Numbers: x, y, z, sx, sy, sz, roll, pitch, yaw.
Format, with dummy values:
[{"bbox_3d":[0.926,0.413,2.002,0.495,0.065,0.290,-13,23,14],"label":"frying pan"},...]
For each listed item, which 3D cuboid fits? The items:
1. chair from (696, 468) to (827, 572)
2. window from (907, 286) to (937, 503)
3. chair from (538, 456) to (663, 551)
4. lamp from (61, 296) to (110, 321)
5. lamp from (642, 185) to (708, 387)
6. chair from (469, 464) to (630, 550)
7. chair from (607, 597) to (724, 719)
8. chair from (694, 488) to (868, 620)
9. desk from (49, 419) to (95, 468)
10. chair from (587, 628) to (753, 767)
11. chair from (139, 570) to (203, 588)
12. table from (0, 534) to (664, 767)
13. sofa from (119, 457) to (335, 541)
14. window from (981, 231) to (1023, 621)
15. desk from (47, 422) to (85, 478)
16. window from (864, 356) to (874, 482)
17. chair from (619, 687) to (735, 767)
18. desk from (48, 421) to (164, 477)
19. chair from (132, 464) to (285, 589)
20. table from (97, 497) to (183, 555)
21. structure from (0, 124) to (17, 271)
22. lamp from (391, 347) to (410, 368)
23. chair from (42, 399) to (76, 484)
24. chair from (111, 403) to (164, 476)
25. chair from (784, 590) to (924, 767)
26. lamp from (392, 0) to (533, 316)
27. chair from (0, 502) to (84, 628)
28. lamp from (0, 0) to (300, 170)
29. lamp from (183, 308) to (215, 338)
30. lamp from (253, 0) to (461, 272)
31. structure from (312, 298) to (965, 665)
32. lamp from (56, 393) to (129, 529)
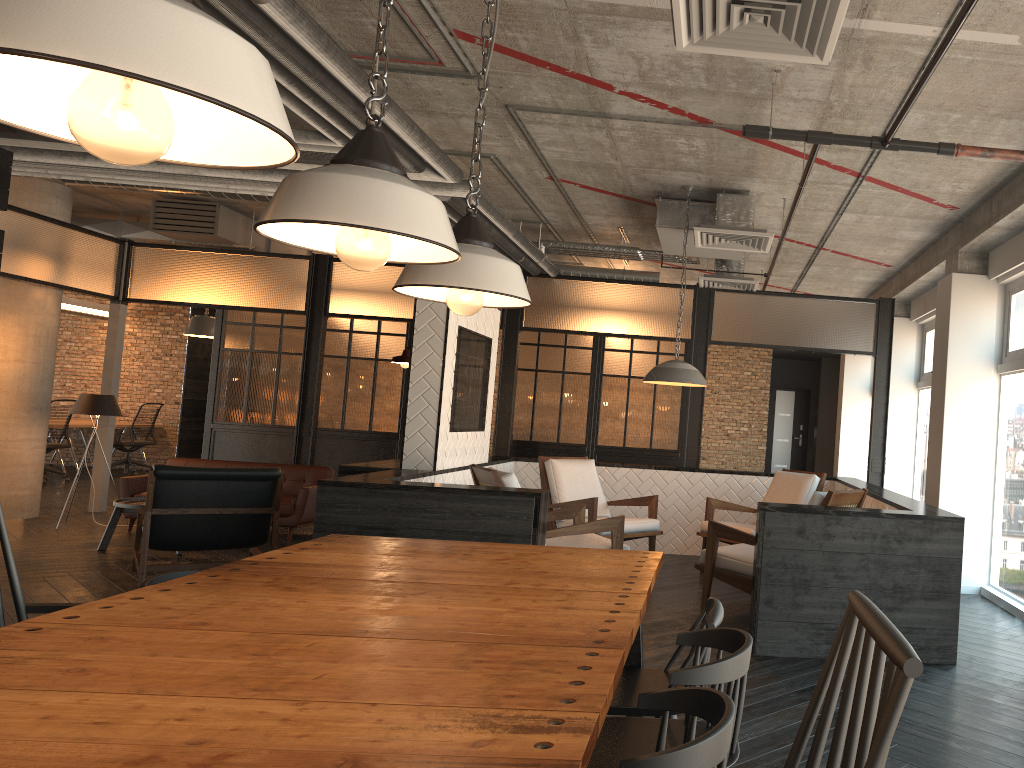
[{"bbox_3d":[2.175,1.191,7.152,1.088,0.907,0.611,6,-3,-36],"label":"chair"},{"bbox_3d":[4.451,0.403,8.609,0.240,2.876,2.538,4,-2,14],"label":"window"},{"bbox_3d":[0.692,1.088,6.960,0.797,0.907,0.834,2,-3,45],"label":"chair"},{"bbox_3d":[-6.484,-1.456,11.221,0.292,0.858,3.478,4,-2,14],"label":"lamp"},{"bbox_3d":[1.324,-0.769,6.464,0.487,1.545,0.532,4,-3,13],"label":"lamp"},{"bbox_3d":[0.228,1.004,5.422,1.071,0.907,0.623,5,-3,-27],"label":"chair"},{"bbox_3d":[0.372,1.000,2.456,0.468,0.726,0.375,4,-2,3],"label":"chair"},{"bbox_3d":[1.797,1.109,5.500,0.804,0.907,0.829,2,-3,39],"label":"chair"},{"bbox_3d":[-6.859,0.869,12.014,0.793,0.720,1.672,4,-2,10],"label":"desk"},{"bbox_3d":[0.338,0.977,2.016,0.449,0.737,0.376,4,-2,3],"label":"chair"},{"bbox_3d":[-0.800,0.914,2.324,0.449,0.737,0.376,4,-2,3],"label":"chair"},{"bbox_3d":[-0.524,0.860,1.060,1.171,0.792,3.820,3,-2,12],"label":"table"},{"bbox_3d":[-2.537,1.036,7.584,1.642,0.638,0.665,4,-2,-1],"label":"sofa"},{"bbox_3d":[3.778,0.262,5.824,0.240,2.876,2.538,4,-2,14],"label":"window"},{"bbox_3d":[-6.436,0.841,10.445,0.793,0.720,1.672,4,-2,10],"label":"desk"},{"bbox_3d":[5.123,0.545,11.394,0.240,2.876,2.538,4,-2,14],"label":"window"},{"bbox_3d":[0.158,0.947,1.507,0.449,0.737,0.376,4,-2,3],"label":"chair"},{"bbox_3d":[-6.043,0.924,12.072,0.793,0.720,1.672,4,-2,10],"label":"desk"},{"bbox_3d":[-2.071,0.918,5.643,0.863,0.796,0.874,5,-3,-30],"label":"chair"},{"bbox_3d":[-2.757,1.120,6.651,0.732,0.372,0.695,4,-2,0],"label":"table"},{"bbox_3d":[-6.255,-0.494,1.079,6.152,2.743,5.509,4,-2,4],"label":"structure"},{"bbox_3d":[-0.742,-0.197,5.961,0.261,0.171,0.167,5,-3,-29],"label":"lamp"},{"bbox_3d":[-5.990,0.699,10.485,0.702,1.063,0.697,4,-2,5],"label":"chair"},{"bbox_3d":[-5.593,0.782,12.131,0.702,1.063,0.697,4,-2,5],"label":"chair"},{"bbox_3d":[0.177,0.782,0.983,0.493,1.033,0.461,4,-2,4],"label":"chair"},{"bbox_3d":[-0.064,-1.052,2.321,0.330,1.738,0.402,3,-3,24],"label":"lamp"},{"bbox_3d":[-1.095,0.728,1.815,0.493,1.033,0.461,4,-2,4],"label":"chair"},{"bbox_3d":[-0.384,-1.119,0.995,0.343,1.738,0.389,4,-3,17],"label":"lamp"},{"bbox_3d":[-3.827,-1.346,10.543,0.512,1.503,0.378,6,-3,-33],"label":"lamp"},{"bbox_3d":[-0.224,-1.086,1.658,0.330,1.738,0.402,3,-3,24],"label":"lamp"},{"bbox_3d":[1.020,0.484,6.409,3.989,2.116,3.724,4,-2,4],"label":"structure"},{"bbox_3d":[-3.617,0.697,7.671,0.971,1.179,0.468,6,-3,-36],"label":"lamp"}]
